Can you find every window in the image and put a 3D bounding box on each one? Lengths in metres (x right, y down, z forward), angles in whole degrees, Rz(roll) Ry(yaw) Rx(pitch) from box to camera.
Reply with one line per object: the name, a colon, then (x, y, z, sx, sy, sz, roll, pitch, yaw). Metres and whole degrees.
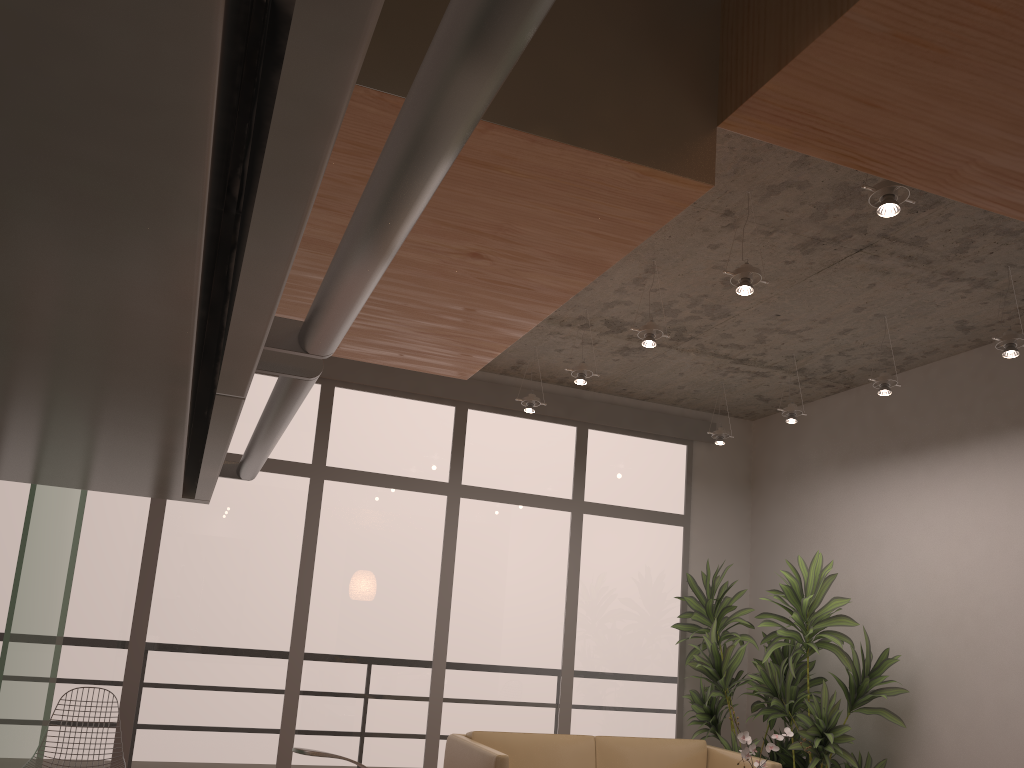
window: (-2.385, 1.201, 5.793, 8.582, 3.220, 0.063, 10, -12, -19)

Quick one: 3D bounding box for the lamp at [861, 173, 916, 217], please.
lamp: (1.312, -0.816, 3.076, 0.135, 0.474, 0.201, -4, -14, 37)

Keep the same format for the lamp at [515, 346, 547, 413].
lamp: (0.143, -0.038, 6.110, 0.135, 0.474, 0.201, -4, -14, 37)

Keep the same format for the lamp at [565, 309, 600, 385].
lamp: (0.436, -0.233, 5.352, 0.135, 0.474, 0.201, -4, -14, 37)

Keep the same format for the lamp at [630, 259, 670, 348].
lamp: (0.728, -0.427, 4.593, 0.135, 0.474, 0.201, -4, -14, 37)

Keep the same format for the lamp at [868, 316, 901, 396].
lamp: (2.154, -0.171, 5.100, 0.135, 0.474, 0.201, -4, -14, 37)

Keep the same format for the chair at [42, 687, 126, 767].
chair: (-2.508, 2.222, 5.068, 0.544, 0.884, 0.571, 9, -13, -19)

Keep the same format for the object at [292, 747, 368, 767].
object: (-0.314, 0.728, 1.382, 0.262, 0.299, 0.268, 5, -13, -3)

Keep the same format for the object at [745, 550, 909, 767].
object: (1.986, 2.176, 5.822, 0.967, 2.066, 1.101, 6, -12, -7)

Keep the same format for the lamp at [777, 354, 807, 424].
lamp: (1.862, 0.024, 5.859, 0.135, 0.474, 0.201, -4, -14, 37)

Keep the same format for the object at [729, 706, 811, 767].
object: (1.136, 1.798, 4.050, 0.299, 0.578, 0.376, 10, -14, -25)

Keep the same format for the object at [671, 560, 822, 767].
object: (1.732, 2.334, 6.443, 1.080, 2.066, 0.985, 5, -12, -2)

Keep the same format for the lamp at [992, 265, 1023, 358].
lamp: (2.446, -0.365, 4.342, 0.135, 0.474, 0.201, -4, -14, 37)

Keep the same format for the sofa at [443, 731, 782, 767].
sofa: (0.568, 2.518, 5.156, 1.806, 0.822, 0.895, 10, -15, -19)

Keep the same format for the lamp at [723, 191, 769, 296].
lamp: (1.020, -0.621, 3.834, 0.135, 0.474, 0.201, -4, -14, 37)

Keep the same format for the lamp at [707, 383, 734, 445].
lamp: (1.570, 0.218, 6.618, 0.135, 0.474, 0.201, -4, -14, 37)
